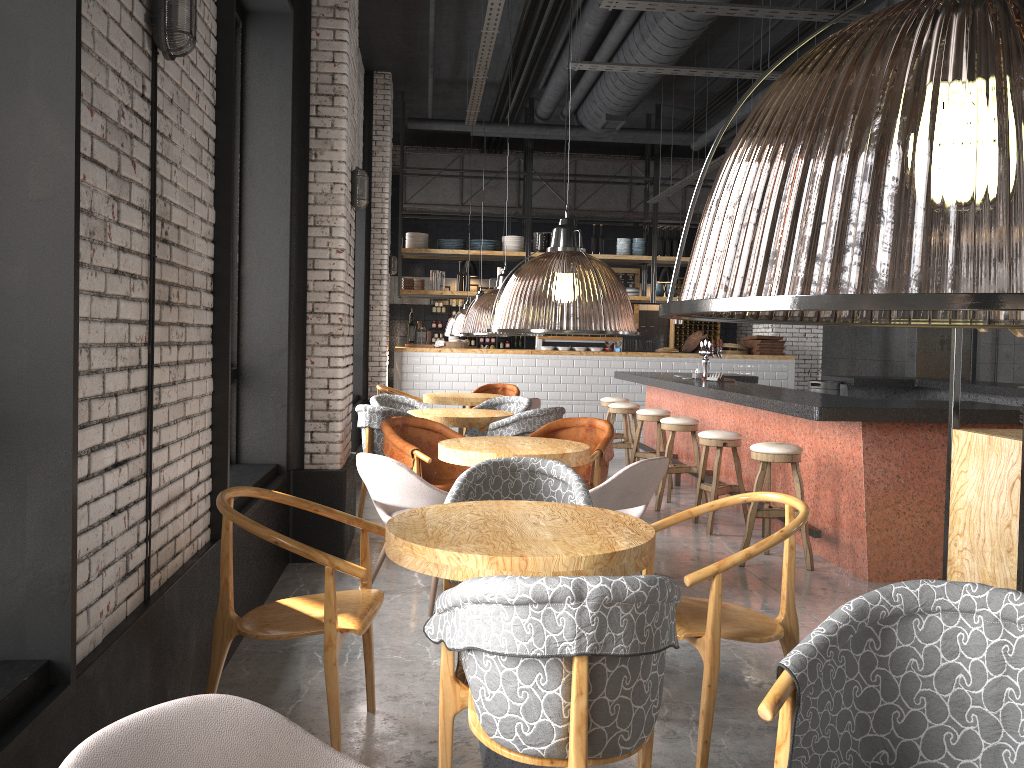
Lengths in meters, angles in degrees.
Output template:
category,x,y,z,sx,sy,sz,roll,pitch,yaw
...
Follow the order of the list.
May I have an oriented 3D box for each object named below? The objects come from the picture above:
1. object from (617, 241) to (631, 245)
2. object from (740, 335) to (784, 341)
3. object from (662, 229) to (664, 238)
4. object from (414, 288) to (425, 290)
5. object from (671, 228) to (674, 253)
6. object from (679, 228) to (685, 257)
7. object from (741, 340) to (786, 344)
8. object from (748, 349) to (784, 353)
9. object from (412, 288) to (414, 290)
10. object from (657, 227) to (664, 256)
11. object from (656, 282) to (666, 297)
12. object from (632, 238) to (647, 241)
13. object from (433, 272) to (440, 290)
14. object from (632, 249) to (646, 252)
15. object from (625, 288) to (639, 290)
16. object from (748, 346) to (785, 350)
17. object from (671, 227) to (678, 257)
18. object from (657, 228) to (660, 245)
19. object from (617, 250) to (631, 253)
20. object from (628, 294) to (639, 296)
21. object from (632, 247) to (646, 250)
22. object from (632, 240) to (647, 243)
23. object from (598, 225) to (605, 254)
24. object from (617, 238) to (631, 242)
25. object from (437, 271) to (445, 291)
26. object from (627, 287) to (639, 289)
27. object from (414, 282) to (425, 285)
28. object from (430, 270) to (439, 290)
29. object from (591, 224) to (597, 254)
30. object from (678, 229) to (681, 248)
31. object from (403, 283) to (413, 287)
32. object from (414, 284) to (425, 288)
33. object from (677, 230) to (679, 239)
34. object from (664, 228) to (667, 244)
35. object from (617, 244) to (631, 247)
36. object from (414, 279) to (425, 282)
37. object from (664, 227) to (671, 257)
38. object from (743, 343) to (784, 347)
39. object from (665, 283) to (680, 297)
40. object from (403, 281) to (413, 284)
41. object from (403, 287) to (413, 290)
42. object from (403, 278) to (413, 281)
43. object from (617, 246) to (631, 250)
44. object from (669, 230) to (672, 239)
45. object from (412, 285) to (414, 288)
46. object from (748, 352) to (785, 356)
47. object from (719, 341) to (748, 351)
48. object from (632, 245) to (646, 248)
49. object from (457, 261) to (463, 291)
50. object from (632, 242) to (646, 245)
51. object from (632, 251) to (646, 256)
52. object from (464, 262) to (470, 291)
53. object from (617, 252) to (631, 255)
category,x,y,z,sx,sy,sz,roll,pitch,yaw
object,1.697,-2.130,13.456,0.210,0.076,0.210,0,3,-31
object,3.717,-0.677,13.210,0.406,0.094,0.637,1,3,-8
object,2.329,-2.152,13.670,0.098,0.458,0.098,2,2,17
object,-1.380,-1.408,13.204,0.157,0.053,0.168,1,3,-1
object,2.454,-2.143,13.546,0.098,0.458,0.098,0,2,-28
object,2.574,-2.134,13.422,0.098,0.458,0.098,0,2,-28
object,3.761,-0.634,13.280,0.405,0.044,0.636,1,3,-12
object,3.758,-0.502,13.283,0.405,0.044,0.636,1,3,-3
object,-1.541,-1.416,13.296,0.157,0.053,0.168,1,3,-6
object,2.248,-2.140,13.390,0.098,0.458,0.098,2,2,17
object,2.256,-1.431,13.533,0.198,0.230,0.166,1,2,1
object,1.931,-2.159,13.460,0.219,0.091,0.218,2,3,12
object,-1.103,-1.501,13.010,0.106,0.264,0.152,2,2,22
object,1.931,-1.999,13.462,0.218,0.093,0.219,0,3,-22
object,1.811,-1.438,13.492,0.265,0.034,0.265,2,3,7
object,3.759,-0.546,13.282,0.405,0.044,0.636,1,3,-9
object,2.467,-2.136,13.412,0.098,0.458,0.098,0,2,-28
object,2.235,-2.147,13.524,0.098,0.458,0.098,2,2,17
object,1.693,-2.000,13.462,0.210,0.069,0.210,-1,4,-40
object,1.809,-1.343,13.495,0.263,0.026,0.263,3,3,30
object,1.923,-2.031,13.458,0.218,0.092,0.219,1,3,-16
object,1.935,-2.127,13.459,0.218,0.096,0.219,0,3,-22
object,1.346,-2.166,13.376,0.098,0.471,0.098,2,2,17
object,1.700,-2.173,13.456,0.210,0.074,0.210,1,3,-1
object,-1.046,-1.516,13.123,0.118,0.293,0.169,1,2,0
object,1.810,-1.449,13.492,0.265,0.037,0.265,1,3,-11
object,-1.378,-1.489,13.202,0.157,0.053,0.168,1,3,-1
object,-1.151,-1.539,13.258,0.126,0.313,0.179,2,2,27
object,1.239,-2.168,13.365,0.098,0.471,0.098,2,2,17
object,2.561,-2.141,13.557,0.098,0.458,0.098,0,2,-28
object,-1.530,-1.448,13.040,0.157,0.053,0.168,1,3,-6
object,-1.379,-1.453,13.203,0.157,0.053,0.168,1,3,-1
object,2.548,-2.148,13.691,0.098,0.458,0.098,0,2,-28
object,2.342,-2.145,13.535,0.098,0.458,0.098,2,2,17
object,1.692,-2.087,13.459,0.210,0.078,0.210,2,3,17
object,-1.377,-1.530,13.201,0.157,0.053,0.168,1,3,-1
object,2.356,-2.138,13.401,0.098,0.458,0.098,2,2,17
object,3.760,-0.590,13.281,0.405,0.044,0.636,1,3,-5
object,2.434,-1.428,13.539,0.166,0.230,0.199,0,3,-35
object,-1.529,-1.484,13.039,0.157,0.053,0.168,1,3,-6
object,-1.531,-1.403,13.041,0.157,0.053,0.168,1,3,-6
object,-1.528,-1.525,13.038,0.157,0.053,0.168,1,3,-6
object,1.696,-2.044,13.465,0.210,0.074,0.210,0,3,-31
object,2.440,-2.150,13.681,0.098,0.458,0.098,0,2,-28
object,-1.540,-1.461,13.295,0.157,0.053,0.168,1,3,-6
object,3.757,-0.458,13.285,0.405,0.044,0.636,1,3,-10
object,3.307,-0.560,13.251,0.437,0.154,0.440,4,4,41
object,1.923,-2.063,13.460,0.218,0.092,0.219,3,3,30
object,-0.784,-1.614,13.380,0.098,0.471,0.098,0,2,-28
object,1.924,-2.095,13.460,0.218,0.092,0.219,3,3,35
object,1.925,-1.966,13.461,0.218,0.085,0.219,-1,3,-37
object,-0.677,-1.612,13.391,0.098,0.471,0.098,0,2,-28
object,1.693,-1.956,13.464,0.210,0.065,0.210,2,3,12
